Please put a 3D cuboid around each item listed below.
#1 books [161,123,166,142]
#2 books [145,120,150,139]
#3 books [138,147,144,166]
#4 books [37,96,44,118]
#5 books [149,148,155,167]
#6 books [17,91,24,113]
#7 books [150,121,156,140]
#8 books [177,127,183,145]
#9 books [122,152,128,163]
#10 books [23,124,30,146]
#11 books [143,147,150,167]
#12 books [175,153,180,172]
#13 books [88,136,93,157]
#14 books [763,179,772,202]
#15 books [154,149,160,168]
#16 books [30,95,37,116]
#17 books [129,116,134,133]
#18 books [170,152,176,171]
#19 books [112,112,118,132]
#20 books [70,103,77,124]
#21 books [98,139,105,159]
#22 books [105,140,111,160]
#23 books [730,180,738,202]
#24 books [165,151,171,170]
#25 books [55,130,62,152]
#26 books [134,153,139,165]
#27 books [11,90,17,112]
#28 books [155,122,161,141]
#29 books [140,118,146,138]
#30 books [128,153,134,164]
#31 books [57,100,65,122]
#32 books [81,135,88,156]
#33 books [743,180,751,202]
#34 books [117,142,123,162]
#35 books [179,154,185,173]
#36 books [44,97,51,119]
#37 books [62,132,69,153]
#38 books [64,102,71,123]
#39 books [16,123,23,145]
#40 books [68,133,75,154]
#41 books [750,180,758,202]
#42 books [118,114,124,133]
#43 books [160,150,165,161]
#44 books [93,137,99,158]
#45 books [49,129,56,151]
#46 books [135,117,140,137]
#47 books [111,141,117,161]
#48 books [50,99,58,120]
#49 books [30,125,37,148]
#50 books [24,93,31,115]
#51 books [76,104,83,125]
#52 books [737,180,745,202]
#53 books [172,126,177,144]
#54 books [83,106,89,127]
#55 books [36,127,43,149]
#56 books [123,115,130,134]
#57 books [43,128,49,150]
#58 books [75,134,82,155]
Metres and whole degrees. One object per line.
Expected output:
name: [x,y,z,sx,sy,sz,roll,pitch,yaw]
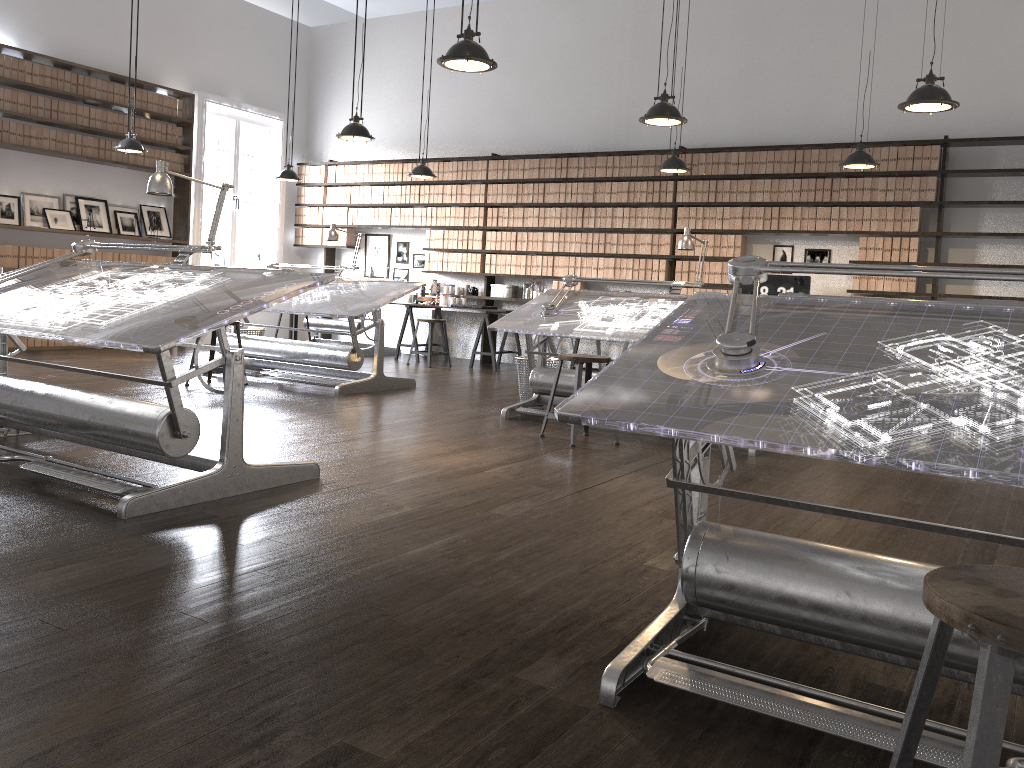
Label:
books: [-4.127,-2.925,10.350,0.175,0.225,0.067,6,4,31]
books: [-4.238,-2.912,10.168,0.175,0.225,0.067,6,4,31]
books: [-4.291,-2.598,10.121,0.175,0.225,0.067,6,4,31]
books: [-4.889,-2.837,9.102,0.175,0.225,0.067,6,4,31]
books: [-4.218,-2.606,10.244,0.175,0.225,0.067,6,4,31]
books: [-4.997,-2.824,8.923,0.175,0.225,0.067,6,4,31]
books: [-4.201,-2.917,10.229,0.175,0.225,0.067,6,4,31]
books: [-4.007,-2.939,10.540,0.175,0.225,0.067,6,4,31]
books: [-4.397,-2.586,9.955,0.175,0.225,0.067,6,4,31]
books: [-4.981,-2.519,9.006,0.175,0.225,0.067,6,4,31]
books: [-4.251,-2.602,10.182,0.175,0.225,0.067,6,4,31]
books: [-4.038,-2.627,10.534,0.175,0.225,0.067,6,4,31]
books: [-4.619,-2.560,9.590,0.175,0.225,0.067,6,4,31]
books: [2.547,-1.896,8.746,0.067,0.225,0.175,5,5,31]
books: [-4.183,-2.611,10.304,0.175,0.225,0.067,6,4,31]
books: [-4.930,-2.833,9.044,0.175,0.225,0.067,6,4,31]
books: [-4.339,-2.900,9.999,0.175,0.225,0.067,6,4,31]
books: [-4.067,-2.623,10.478,0.175,0.225,0.067,6,4,31]
books: [-4.453,-2.888,9.820,0.175,0.225,0.067,6,4,31]
books: [-4.704,-2.857,9.398,0.175,0.225,0.067,6,4,31]
books: [-4.543,-2.568,9.707,0.175,0.225,0.067,6,4,31]
books: [-4.509,-2.573,9.774,0.175,0.225,0.067,6,4,31]
books: [2.260,-1.931,8.927,0.067,0.225,0.174,5,5,31]
books: [-4.102,-2.619,10.422,0.175,0.225,0.067,6,4,31]
books: [-4.802,-2.539,9.295,0.175,0.225,0.067,6,4,31]
books: [-4.325,-2.594,10.069,0.175,0.225,0.067,6,4,31]
books: [-5.036,-2.820,8.868,0.175,0.225,0.067,6,4,31]
books: [-4.160,-2.920,10.287,0.175,0.225,0.067,6,4,31]
books: [-4.268,-2.908,10.108,0.175,0.225,0.067,6,4,31]
books: [-4.356,-2.589,10.009,0.175,0.225,0.067,6,4,31]
books: [-4.778,-2.850,9.292,0.175,0.225,0.067,6,4,31]
books: [-4.649,-2.556,9.534,0.175,0.225,0.067,6,4,31]
books: [2.375,-1.916,8.850,0.067,0.225,0.175,5,5,31]
books: [-4.434,-2.582,9.895,0.175,0.225,0.067,6,4,31]
books: [-4.002,-2.631,10.595,0.175,0.225,0.067,6,4,31]
books: [-4.856,-2.841,9.165,0.175,0.225,0.067,6,4,31]
books: [-4.767,-2.544,9.355,0.175,0.225,0.067,6,4,31]
books: [-4.741,-2.854,9.346,0.175,0.225,0.067,6,4,31]
books: [-5.018,-2.515,8.945,0.175,0.225,0.067,6,4,31]
books: [-4.727,-2.547,9.412,0.175,0.225,0.067,6,4,31]
books: [2.434,-1.910,8.819,0.067,0.225,0.175,5,5,31]
books: [-4.415,-2.892,9.878,0.175,0.225,0.067,6,4,31]
books: [-4.143,-2.615,10.362,0.175,0.225,0.067,6,4,31]
books: [-4.587,-2.564,9.647,0.175,0.225,0.067,6,4,31]
books: [-4.836,-2.535,9.233,0.175,0.225,0.067,6,4,31]
books: [-4.307,-2.904,10.053,0.175,0.225,0.067,6,4,31]
books: [-4.467,-2.577,9.832,0.175,0.225,0.067,6,4,31]
books: [-4.812,-2.845,9.226,0.175,0.225,0.067,6,4,31]
books: [-4.941,-2.522,9.060,0.175,0.225,0.067,6,4,31]
books: [-4.967,-2.829,8.983,0.175,0.225,0.067,6,4,31]
books: [-4.667,-2.862,9.459,0.175,0.225,0.067,6,4,31]
books: [2.320,-1.924,8.890,0.067,0.225,0.175,5,5,31]
books: [-4.049,-2.934,10.477,0.175,0.225,0.067,6,4,31]
books: [-4.632,-2.867,9.523,0.175,0.225,0.067,6,4,31]
books: [-4.910,-2.527,9.119,0.175,0.225,0.067,6,4,31]
books: [-4.375,-2.896,9.936,0.175,0.225,0.067,6,4,31]
books: [-4.875,-2.530,9.172,0.175,0.225,0.067,6,4,31]
books: [-4.686,-2.552,9.472,0.175,0.225,0.067,6,4,31]
